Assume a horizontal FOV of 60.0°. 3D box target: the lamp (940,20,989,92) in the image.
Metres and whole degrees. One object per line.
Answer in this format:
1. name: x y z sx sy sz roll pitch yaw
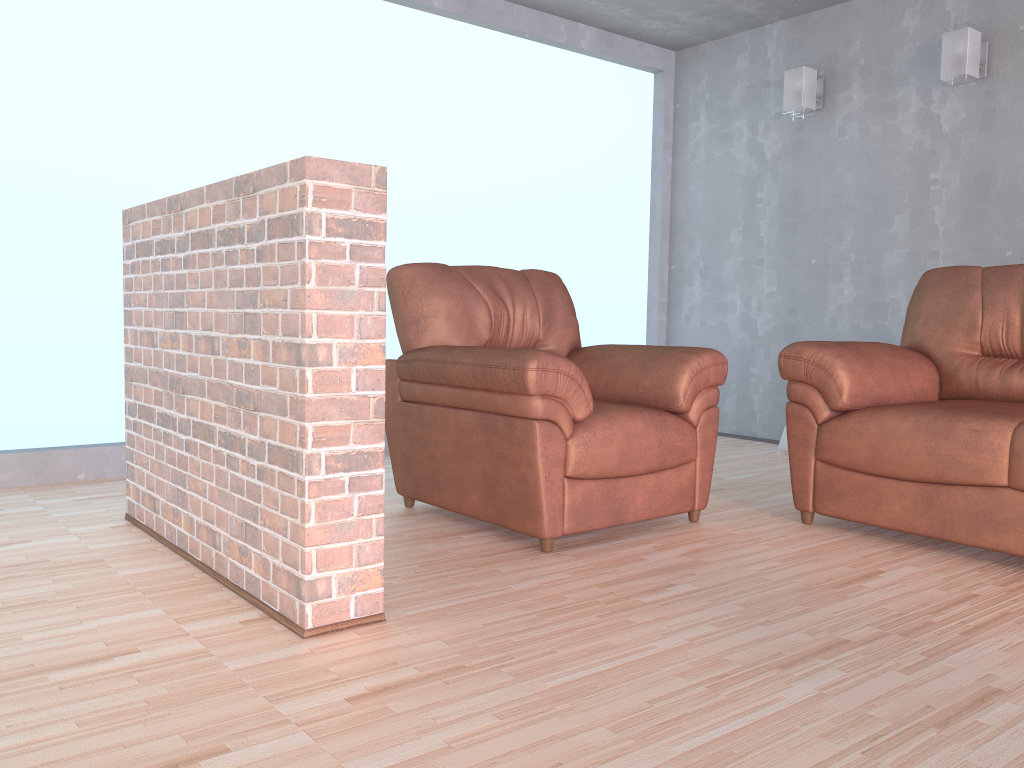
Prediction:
1. lamp: 2.176 -1.577 4.280 0.177 0.319 0.165 -2 6 -38

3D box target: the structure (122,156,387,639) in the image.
1. structure: -0.811 -0.014 2.546 0.211 1.057 1.422 -2 6 -38

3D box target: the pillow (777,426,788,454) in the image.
1. pillow: 1.632 0.238 4.808 0.241 0.326 0.327 -2 5 -34

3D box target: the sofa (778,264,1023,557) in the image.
1. sofa: 2.002 0.053 2.667 0.981 0.923 2.202 -2 6 -38

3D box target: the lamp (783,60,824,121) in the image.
1. lamp: 1.624 -1.639 4.967 0.168 0.319 0.165 -2 6 -38

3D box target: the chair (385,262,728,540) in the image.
1. chair: 0.132 -0.002 3.239 0.970 0.879 0.936 -2 6 -39
